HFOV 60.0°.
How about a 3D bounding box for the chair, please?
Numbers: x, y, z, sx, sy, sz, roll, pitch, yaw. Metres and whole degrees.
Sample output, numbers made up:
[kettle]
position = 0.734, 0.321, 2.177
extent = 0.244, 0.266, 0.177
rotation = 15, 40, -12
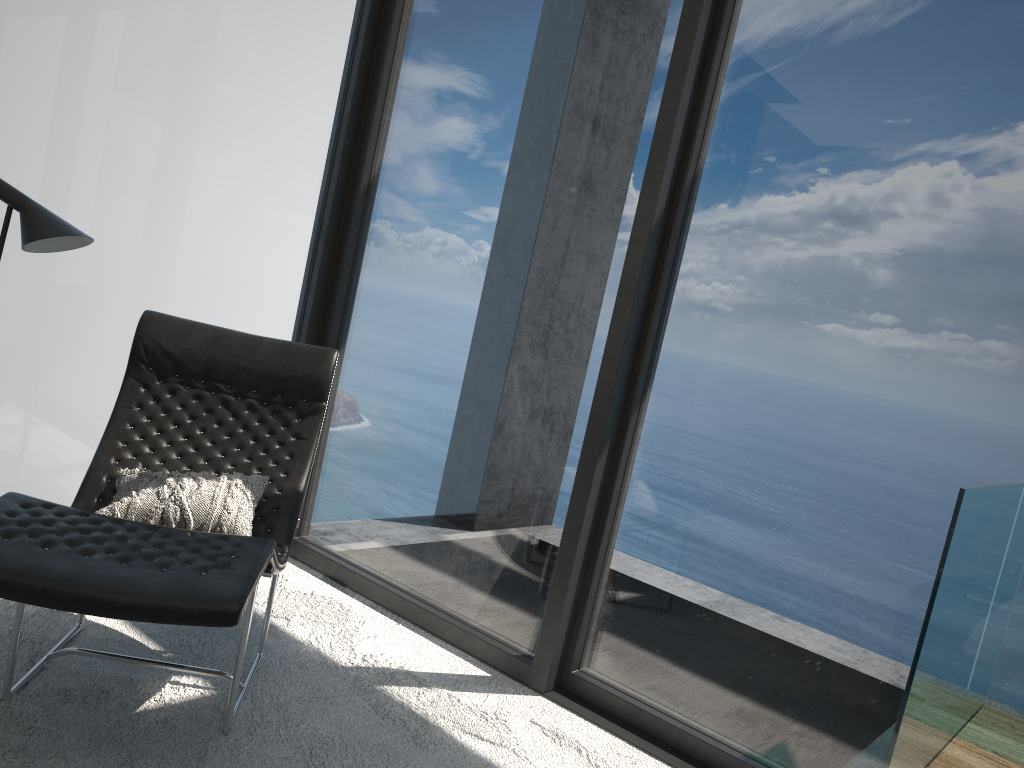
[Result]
[chair]
position = -0.931, 0.365, 2.390
extent = 0.639, 0.997, 1.278
rotation = 12, 5, -7

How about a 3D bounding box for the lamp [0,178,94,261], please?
[lamp]
position = -1.438, 0.088, 2.456
extent = 0.384, 1.303, 0.201
rotation = 12, 6, 1

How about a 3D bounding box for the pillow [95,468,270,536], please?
[pillow]
position = -0.940, 0.347, 2.520
extent = 0.442, 0.199, 0.312
rotation = 11, 5, -11
